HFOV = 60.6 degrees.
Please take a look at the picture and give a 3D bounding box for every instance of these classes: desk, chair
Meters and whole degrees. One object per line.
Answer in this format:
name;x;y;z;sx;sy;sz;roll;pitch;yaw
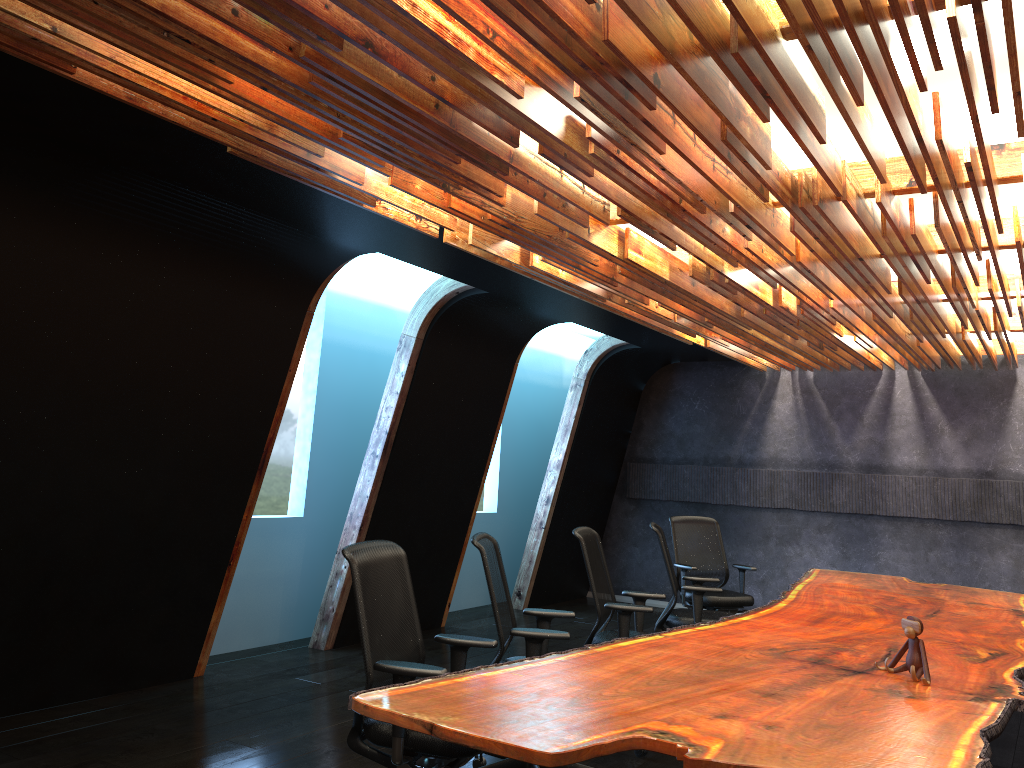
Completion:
desk;1.983;1.790;4.983;2.029;0.835;6.544;-1;-7;32
chair;0.792;1.576;5.589;0.796;1.267;0.794;0;-12;16
chair;1.869;1.877;8.074;0.812;1.267;0.779;8;-12;-23
chair;-0.315;1.331;3.686;0.796;1.267;0.794;0;-12;16
chair;1.449;1.721;6.711;0.796;1.267;0.794;1;-11;11
chair;0.165;1.445;4.590;0.797;1.267;0.794;2;-11;6

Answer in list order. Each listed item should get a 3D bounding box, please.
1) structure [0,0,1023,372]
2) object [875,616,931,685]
structure;1.948;0.504;4.775;4.511;3.059;11.272;-2;-8;32
object;1.683;1.111;3.714;0.128;0.251;0.300;6;-9;-16
